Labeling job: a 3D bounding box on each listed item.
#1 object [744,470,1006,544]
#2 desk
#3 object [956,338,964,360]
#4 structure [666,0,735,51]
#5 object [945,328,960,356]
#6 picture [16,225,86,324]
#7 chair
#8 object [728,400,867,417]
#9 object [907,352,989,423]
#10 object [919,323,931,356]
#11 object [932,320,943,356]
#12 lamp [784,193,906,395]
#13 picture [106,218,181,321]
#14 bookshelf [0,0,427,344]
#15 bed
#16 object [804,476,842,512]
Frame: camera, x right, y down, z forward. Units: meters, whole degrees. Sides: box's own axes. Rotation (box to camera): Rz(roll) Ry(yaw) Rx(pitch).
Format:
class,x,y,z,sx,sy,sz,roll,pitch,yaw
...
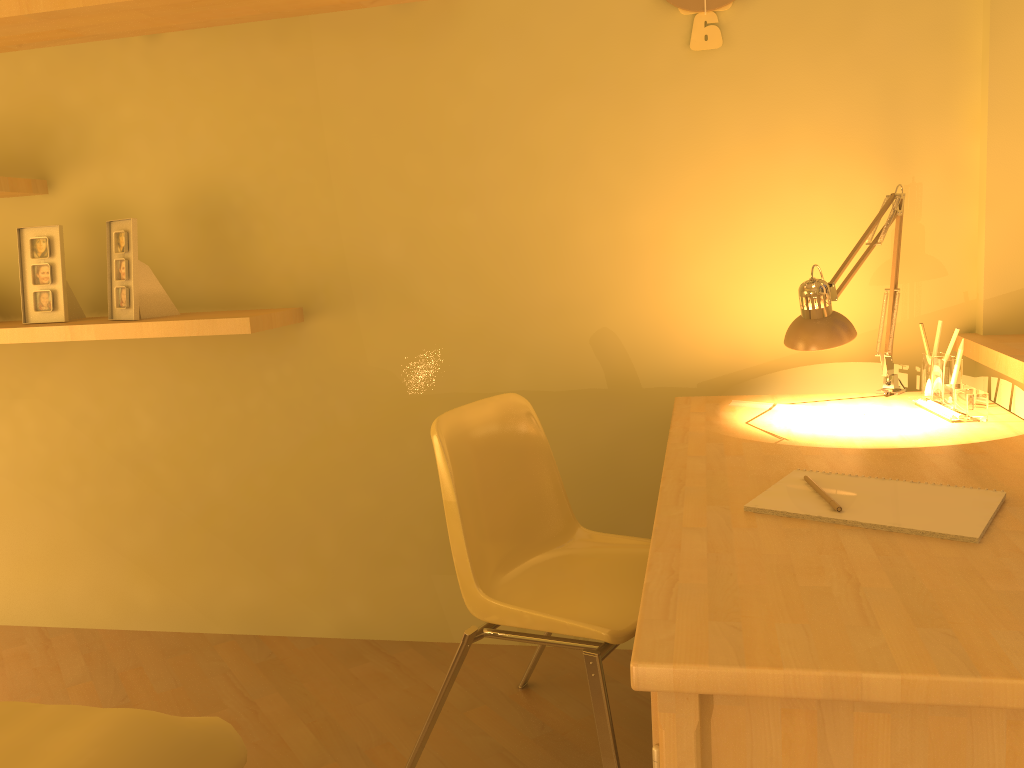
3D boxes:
class,x,y,z,sx,sy,sz,roll,pitch,yaw
object,0.513,0.166,1.255,0.300,0.010,0.210,3,11,37
desk,0.603,0.493,1.492,0.684,0.720,1.396,-1,9,12
object,0.920,-0.028,1.838,0.010,0.138,0.043,-6,9,-13
structure,0.451,-1.013,2.083,0.360,0.432,0.027,-1,9,12
object,0.923,-0.045,1.894,0.008,0.155,0.073,-7,10,-23
picture,-1.273,-0.309,2.489,0.134,0.264,0.171,-2,9,12
chair,0.100,0.432,1.854,0.546,0.785,0.531,2,11,32
object,0.619,0.051,1.942,0.300,0.009,0.040,5,12,42
object,0.894,0.003,1.830,0.070,0.105,0.240,-3,9,5
object,0.903,-0.053,1.918,0.053,0.162,0.009,-5,9,-12
object,0.917,-0.056,1.928,0.034,0.165,0.009,-3,9,5
lamp,0.717,-0.175,1.902,0.140,0.455,0.484,3,11,37
picture,-0.986,-0.310,2.384,0.134,0.264,0.171,4,12,38
bookshelf,-1.385,-0.345,2.452,2.605,1.240,0.300,-1,9,12
bed,-1.742,0.609,1.101,2.378,0.894,1.286,-1,9,12
object,0.449,0.157,1.288,0.008,0.009,0.166,-3,9,4
